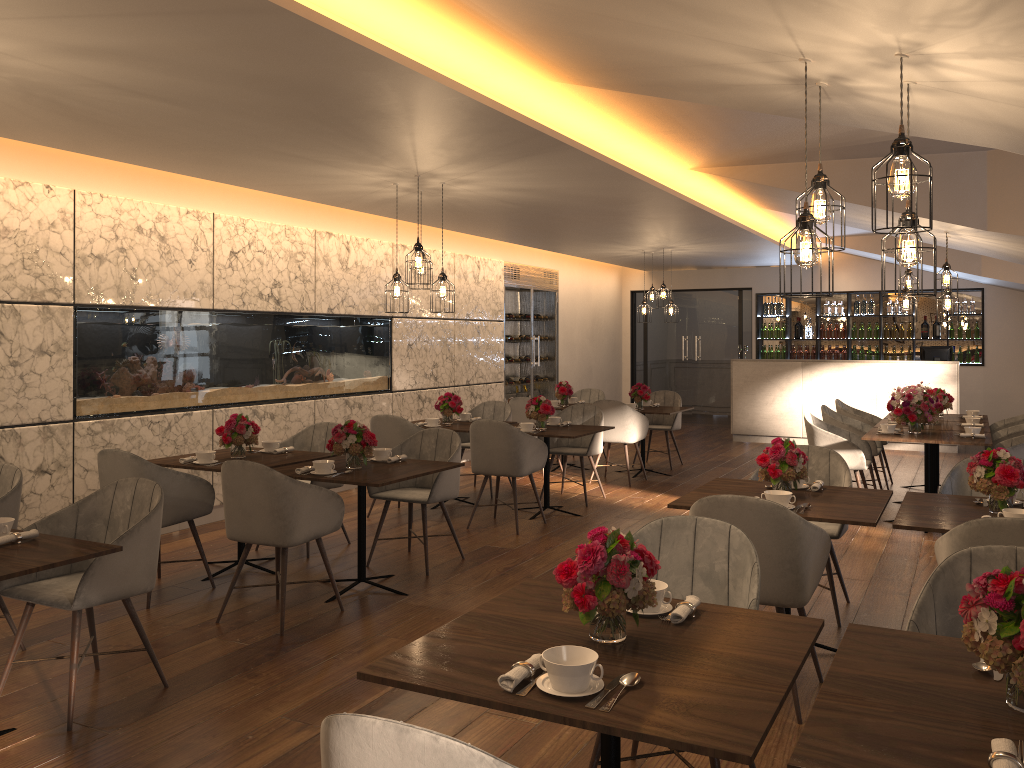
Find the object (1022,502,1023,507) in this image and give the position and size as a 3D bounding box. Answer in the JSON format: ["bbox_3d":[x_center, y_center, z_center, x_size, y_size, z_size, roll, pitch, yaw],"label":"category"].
[{"bbox_3d":[2.354,0.545,4.067,0.025,0.024,0.193,1,3,28],"label":"object"}]

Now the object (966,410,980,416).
[{"bbox_3d":[4.456,0.295,8.561,0.148,0.072,0.148,-1,2,-20],"label":"object"}]

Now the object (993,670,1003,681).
[{"bbox_3d":[1.133,0.657,2.067,0.022,0.004,0.211,1,3,27],"label":"object"}]

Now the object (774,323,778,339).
[{"bbox_3d":[4.304,-0.864,14.419,0.065,0.261,0.066,0,0,6],"label":"object"}]

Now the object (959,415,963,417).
[{"bbox_3d":[4.491,0.318,8.670,0.197,0.015,0.043,1,3,24],"label":"object"}]

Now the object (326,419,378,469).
[{"bbox_3d":[-0.944,0.346,5.259,0.305,0.301,0.234,0,1,5],"label":"object"}]

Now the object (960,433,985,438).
[{"bbox_3d":[3.558,0.399,6.838,0.175,0.039,0.056,1,2,28],"label":"object"}]

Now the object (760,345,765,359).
[{"bbox_3d":[4.108,-0.507,14.519,0.065,0.261,0.066,0,0,6],"label":"object"}]

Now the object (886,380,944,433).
[{"bbox_3d":[3.281,0.186,7.215,0.420,0.425,0.405,0,1,16],"label":"object"}]

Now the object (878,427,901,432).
[{"bbox_3d":[3.107,0.376,7.290,0.175,0.039,0.056,1,2,28],"label":"object"}]

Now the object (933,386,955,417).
[{"bbox_3d":[4.178,0.171,8.685,0.305,0.301,0.234,0,1,-15],"label":"object"}]

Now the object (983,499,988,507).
[{"bbox_3d":[2.207,0.553,4.125,0.022,0.004,0.211,1,3,27],"label":"object"}]

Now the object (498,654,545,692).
[{"bbox_3d":[0.026,0.643,1.987,0.056,0.039,0.176,1,3,28],"label":"object"}]

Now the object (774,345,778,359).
[{"bbox_3d":[4.304,-0.502,14.416,0.065,0.261,0.066,0,0,6],"label":"object"}]

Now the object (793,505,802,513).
[{"bbox_3d":[1.281,0.560,3.980,0.022,0.004,0.211,1,3,27],"label":"object"}]

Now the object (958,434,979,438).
[{"bbox_3d":[3.566,0.404,6.873,0.192,0.024,0.025,1,2,28],"label":"object"}]

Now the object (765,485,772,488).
[{"bbox_3d":[1.347,0.524,4.581,0.043,0.015,0.197,2,3,31],"label":"object"}]

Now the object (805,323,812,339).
[{"bbox_3d":[4.750,-0.861,14.184,0.108,0.282,0.108,0,0,-16],"label":"object"}]

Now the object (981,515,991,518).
[{"bbox_3d":[1.937,0.562,3.609,0.056,0.039,0.176,1,3,28],"label":"object"}]

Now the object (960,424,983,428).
[{"bbox_3d":[3.997,0.362,7.700,0.192,0.024,0.025,1,2,28],"label":"object"}]

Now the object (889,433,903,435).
[{"bbox_3d":[3.019,0.398,7.080,0.197,0.015,0.043,1,3,24],"label":"object"}]

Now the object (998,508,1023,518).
[{"bbox_3d":[2.038,0.547,3.556,0.148,0.072,0.148,0,2,-5],"label":"object"}]

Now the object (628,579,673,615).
[{"bbox_3d":[0.376,0.601,2.491,0.148,0.072,0.148,0,2,-5],"label":"object"}]

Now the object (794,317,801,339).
[{"bbox_3d":[4.605,-0.905,14.266,0.104,0.360,0.104,0,0,-1],"label":"object"}]

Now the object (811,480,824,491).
[{"bbox_3d":[1.551,0.517,4.497,0.056,0.039,0.176,1,3,28],"label":"object"}]

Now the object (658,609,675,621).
[{"bbox_3d":[0.443,0.627,2.446,0.025,0.024,0.193,1,3,28],"label":"object"}]

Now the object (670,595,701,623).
[{"bbox_3d":[0.478,0.621,2.439,0.056,0.039,0.176,1,3,28],"label":"object"}]

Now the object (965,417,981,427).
[{"bbox_3d":[4.042,0.335,7.767,0.148,0.072,0.148,-1,2,-20],"label":"object"}]

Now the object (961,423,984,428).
[{"bbox_3d":[3.989,0.357,7.665,0.175,0.039,0.056,1,2,28],"label":"object"}]

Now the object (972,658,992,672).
[{"bbox_3d":[1.112,0.650,2.086,0.043,0.015,0.197,2,3,31],"label":"object"}]

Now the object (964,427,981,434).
[{"bbox_3d":[3.611,0.377,6.940,0.148,0.072,0.148,-1,2,-20],"label":"object"}]

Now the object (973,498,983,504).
[{"bbox_3d":[2.185,0.546,4.144,0.043,0.015,0.197,2,3,31],"label":"object"}]

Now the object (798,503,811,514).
[{"bbox_3d":[1.309,0.556,3.958,0.043,0.015,0.197,1,3,24],"label":"object"}]

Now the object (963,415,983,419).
[{"bbox_3d":[4.404,0.317,8.459,0.175,0.039,0.056,1,2,28],"label":"object"}]

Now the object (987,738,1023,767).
[{"bbox_3d":[0.864,0.665,1.550,0.056,0.039,0.176,1,3,28],"label":"object"}]

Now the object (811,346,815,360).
[{"bbox_3d":[4.814,-0.488,14.150,0.065,0.261,0.066,0,0,6],"label":"object"}]

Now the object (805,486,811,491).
[{"bbox_3d":[1.516,0.523,4.504,0.025,0.024,0.193,1,3,28],"label":"object"}]

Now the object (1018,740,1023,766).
[{"bbox_3d":[0.899,0.673,1.543,0.025,0.024,0.193,1,3,28],"label":"object"}]

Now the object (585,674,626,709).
[{"bbox_3d":[0.208,0.664,1.922,0.022,0.004,0.211,1,3,27],"label":"object"}]

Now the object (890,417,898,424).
[{"bbox_3d":[3.486,0.322,8.016,0.148,0.072,0.148,-1,2,-20],"label":"object"}]

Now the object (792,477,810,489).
[{"bbox_3d":[1.450,0.497,4.550,0.148,0.072,0.148,0,2,-5],"label":"object"}]

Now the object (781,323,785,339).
[{"bbox_3d":[4.402,-0.862,14.368,0.065,0.261,0.066,0,0,6],"label":"object"}]

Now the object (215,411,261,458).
[{"bbox_3d":[-1.775,0.323,5.725,0.234,0.301,0.305,0,1,29],"label":"object"}]

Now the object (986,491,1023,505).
[{"bbox_3d":[2.288,0.519,4.113,0.148,0.072,0.148,0,2,-5],"label":"object"}]

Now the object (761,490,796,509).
[{"bbox_3d":[1.200,0.525,3.993,0.148,0.072,0.148,0,2,-5],"label":"object"}]

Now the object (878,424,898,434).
[{"bbox_3d":[3.054,0.364,7.189,0.148,0.072,0.148,-1,2,-20],"label":"object"}]

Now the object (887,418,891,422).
[{"bbox_3d":[3.538,0.334,8.117,0.175,0.039,0.056,1,2,28],"label":"object"}]

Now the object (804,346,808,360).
[{"bbox_3d":[4.716,-0.491,14.201,0.065,0.261,0.066,0,0,6],"label":"object"}]

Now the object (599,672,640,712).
[{"bbox_3d":[0.236,0.660,1.900,0.043,0.015,0.197,1,3,24],"label":"object"}]

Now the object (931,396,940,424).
[{"bbox_3d":[3.736,0.208,7.994,0.305,0.301,0.234,-1,1,-43],"label":"object"}]

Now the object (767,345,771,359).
[{"bbox_3d":[4.206,-0.504,14.467,0.065,0.261,0.066,0,0,6],"label":"object"}]

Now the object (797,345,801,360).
[{"bbox_3d":[4.618,-0.493,14.252,0.065,0.261,0.066,0,0,6],"label":"object"}]

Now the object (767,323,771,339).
[{"bbox_3d":[4.206,-0.867,14.470,0.065,0.261,0.066,0,0,6],"label":"object"}]

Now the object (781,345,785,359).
[{"bbox_3d":[4.402,-0.499,14.365,0.065,0.261,0.066,0,0,6],"label":"object"}]

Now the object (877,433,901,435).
[{"bbox_3d":[3.042,0.403,7.108,0.211,0.004,0.022,2,3,27],"label":"object"}]

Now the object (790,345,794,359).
[{"bbox_3d":[4.520,-0.496,14.303,0.065,0.261,0.066,0,0,6],"label":"object"}]
